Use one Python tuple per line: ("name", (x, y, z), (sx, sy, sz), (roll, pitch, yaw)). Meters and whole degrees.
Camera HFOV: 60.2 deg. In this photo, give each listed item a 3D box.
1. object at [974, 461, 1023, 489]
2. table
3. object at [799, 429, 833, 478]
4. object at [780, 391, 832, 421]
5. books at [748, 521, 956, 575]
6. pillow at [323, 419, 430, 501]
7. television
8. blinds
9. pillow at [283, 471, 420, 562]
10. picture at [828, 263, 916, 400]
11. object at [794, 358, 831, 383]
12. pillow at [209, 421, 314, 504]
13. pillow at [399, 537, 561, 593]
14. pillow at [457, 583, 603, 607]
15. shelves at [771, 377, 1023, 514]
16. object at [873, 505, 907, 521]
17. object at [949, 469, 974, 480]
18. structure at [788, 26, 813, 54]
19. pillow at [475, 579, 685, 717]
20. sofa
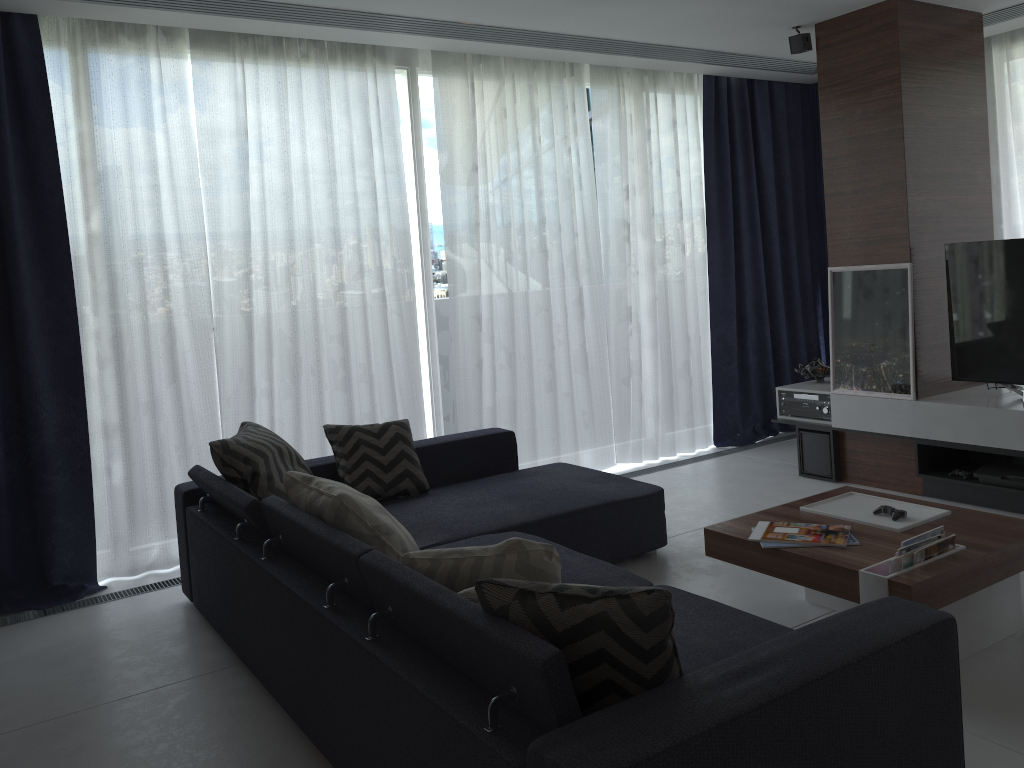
("object", (2.441, 0.433, 4.213), (0.315, 0.067, 0.314), (-8, 8, -32))
("table", (1.241, 0.650, 3.019), (0.809, 0.351, 0.802), (-8, 7, -32))
("object", (1.834, 0.386, 5.104), (0.255, 0.250, 0.213), (-7, 5, -32))
("object", (1.852, 0.108, 5.230), (0.370, 0.149, 0.370), (-8, 7, -32))
("books", (4.131, 0.656, 0.612), (8.229, 0.371, 0.408), (1, 7, 36))
("pillow", (-0.605, 0.341, 3.997), (0.416, 0.343, 0.286), (-7, 5, -28))
("television", (2.588, -0.288, 4.015), (0.299, 0.782, 1.232), (-6, 5, -32))
("blinds", (0.960, -0.500, 2.678), (7.164, 2.760, 5.812), (-7, 7, -29))
("pillow", (-0.478, 0.472, 2.786), (0.344, 0.386, 0.495), (-7, 6, -32))
("picture", (1.907, -0.283, 4.707), (0.053, 0.698, 0.500), (-5, 4, -32))
("object", (1.884, -0.086, 5.379), (0.310, 0.149, 0.138), (-2, 4, 15))
("pillow", (-0.979, 0.430, 3.568), (0.355, 0.516, 0.601), (-4, 5, -2))
("pillow", (-0.054, 0.538, 2.247), (0.418, 0.350, 0.282), (-3, 4, 10))
("pillow", (0.122, 0.561, 2.023), (0.415, 0.293, 0.332), (-2, 5, 20))
("shelves", (2.556, 0.296, 4.534), (0.877, 0.497, 2.353), (-8, 8, -32))
("object", (1.328, 0.447, 3.098), (0.071, 0.036, 0.113), (-6, 7, -19))
("object", (2.232, 0.444, 4.382), (0.071, 0.036, 0.113), (-6, 7, -19))
("structure", (1.612, -1.919, 4.939), (0.115, 0.142, 0.084), (-8, 5, -42))
("pillow", (0.158, 0.552, 1.780), (0.414, 0.384, 0.223), (-2, 4, 28))
("sofa", (0.143, 0.593, 3.065), (1.908, 0.605, 2.878), (-8, 8, -32))
